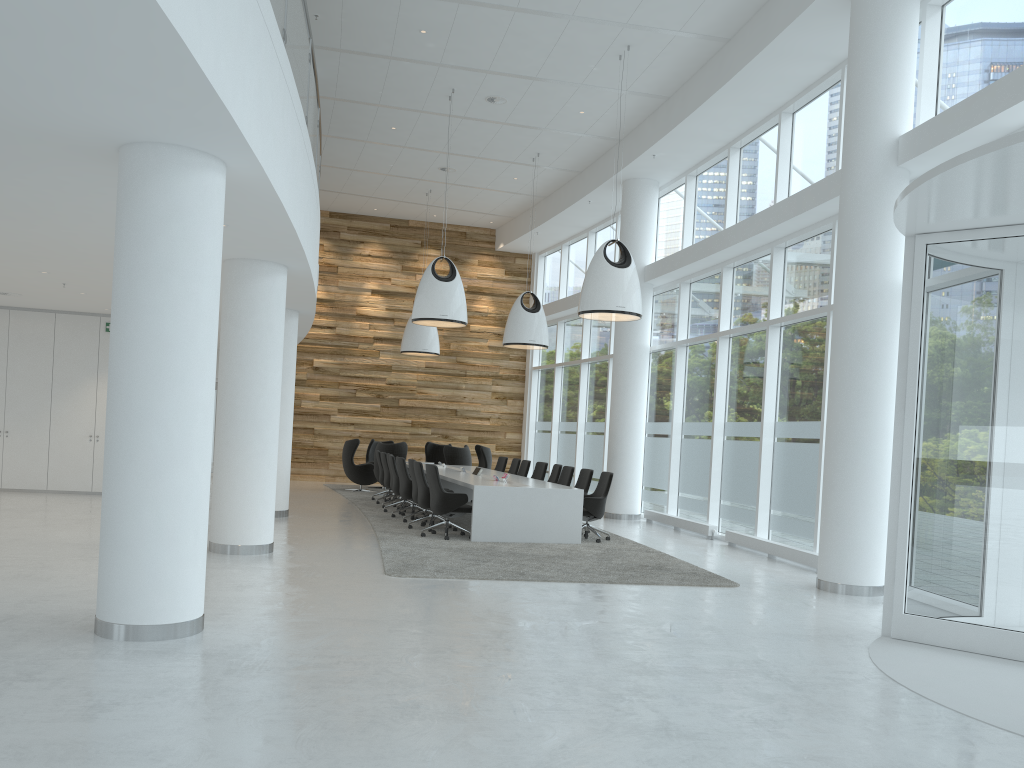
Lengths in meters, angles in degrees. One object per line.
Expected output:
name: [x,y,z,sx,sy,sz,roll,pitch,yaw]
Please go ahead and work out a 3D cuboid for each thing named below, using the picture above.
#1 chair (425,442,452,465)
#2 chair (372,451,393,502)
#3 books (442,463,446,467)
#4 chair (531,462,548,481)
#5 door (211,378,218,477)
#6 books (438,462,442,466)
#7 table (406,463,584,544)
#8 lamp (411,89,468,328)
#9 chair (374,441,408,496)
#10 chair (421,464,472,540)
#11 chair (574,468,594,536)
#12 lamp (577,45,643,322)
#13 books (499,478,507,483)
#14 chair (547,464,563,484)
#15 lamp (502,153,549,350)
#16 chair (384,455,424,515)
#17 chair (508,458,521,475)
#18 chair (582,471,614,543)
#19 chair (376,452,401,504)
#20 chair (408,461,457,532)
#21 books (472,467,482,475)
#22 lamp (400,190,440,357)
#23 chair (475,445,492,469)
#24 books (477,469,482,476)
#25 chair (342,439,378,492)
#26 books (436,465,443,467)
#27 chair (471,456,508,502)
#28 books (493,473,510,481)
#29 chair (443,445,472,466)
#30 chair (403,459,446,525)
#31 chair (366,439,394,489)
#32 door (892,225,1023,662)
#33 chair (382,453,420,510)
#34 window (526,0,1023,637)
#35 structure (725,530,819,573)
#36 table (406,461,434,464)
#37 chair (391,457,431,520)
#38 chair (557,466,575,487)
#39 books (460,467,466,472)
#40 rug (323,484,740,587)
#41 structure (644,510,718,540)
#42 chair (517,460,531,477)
chair: [-1.828,1.939,20.857,0.913,1.153,0.918,3,-1,5]
chair: [-2.358,1.790,17.186,0.674,0.966,0.685,3,-1,-10]
books: [-1.270,1.637,17.004,0.139,0.223,0.162,3,-1,-15]
chair: [0.276,1.835,15.467,0.675,0.966,0.685,3,-1,-20]
door: [-6.773,1.094,21.686,1.807,2.402,0.132,3,1,-13]
books: [-1.363,1.643,17.329,0.153,0.241,0.182,3,-1,-15]
table: [-0.636,1.864,14.796,1.502,0.739,6.556,4,-3,-15]
lamp: [-1.039,-2.758,13.865,0.882,3.648,0.885,3,0,30]
chair: [-2.451,1.775,18.611,0.913,1.153,0.918,3,-1,5]
chair: [-0.859,1.559,11.787,0.675,0.966,0.685,3,-1,-20]
chair: [0.863,1.735,13.175,0.674,0.966,0.685,3,-1,-15]
lamp: [1.428,-2.728,12.041,0.882,3.648,0.885,3,1,31]
books: [-0.093,1.452,12.626,0.144,0.226,0.203,3,-1,-16]
chair: [0.500,1.804,14.714,0.674,0.966,0.685,3,-1,-10]
lamp: [0.355,-2.514,16.750,0.882,3.648,0.885,3,0,28]
chair: [-1.786,1.686,14.861,0.674,0.966,0.685,3,-1,-10]
chair: [-0.166,1.897,16.952,0.674,0.966,0.685,3,-1,-15]
chair: [1.072,1.701,12.389,0.674,0.966,0.685,3,-1,-10]
chair: [-2.148,1.756,16.400,0.674,0.966,0.685,3,-1,-15]
chair: [-1.119,1.594,12.623,0.674,0.966,0.685,3,-1,-15]
books: [-0.626,1.525,14.987,0.139,0.229,0.356,3,-2,-15]
lamp: [-1.942,-2.472,19.654,0.883,3.648,0.885,3,0,23]
chair: [-0.931,1.943,20.077,0.918,1.153,0.913,4,-1,-25]
books: [-0.617,1.545,15.010,0.158,0.241,0.352,3,-2,-15]
chair: [-3.258,1.777,19.418,0.918,1.153,0.913,4,-1,-25]
books: [-1.417,1.547,16.681,0.224,0.026,0.264,3,-3,-5]
chair: [-0.426,1.931,17.789,0.675,0.966,0.685,3,-1,-20]
books: [-0.160,1.467,13.120,0.230,0.275,0.598,3,-3,5]
chair: [-1.304,1.854,18.895,0.916,1.153,0.916,3,-1,35]
chair: [-1.289,1.630,13.420,0.674,0.966,0.685,3,-1,-15]
chair: [-2.952,1.859,20.549,0.916,1.153,0.916,3,-1,35]
door: [4.642,0.423,5.556,2.997,3.111,2.997,3,-1,-5]
chair: [-1.925,1.722,15.612,0.674,0.966,0.685,3,-1,-15]
window: [-18.079,-1.813,14.654,62.814,6.141,30.891,2,-3,25]
structure: [3.399,2.163,11.505,0.150,0.213,2.690,3,-3,-10]
table: [-2.147,2.079,19.715,0.798,0.696,0.800,3,-2,10]
chair: [-1.562,1.655,14.109,0.675,0.966,0.685,3,-1,-20]
chair: [0.639,1.768,13.963,0.674,0.966,0.685,3,-1,-15]
books: [-0.813,1.555,15.305,0.154,0.238,0.190,3,-1,-15]
rug: [-0.893,2.237,15.087,3.942,0.010,13.447,4,-3,-14]
structure: [2.748,2.307,14.614,0.150,0.213,2.689,3,-3,-13]
chair: [0.004,1.860,16.155,0.674,0.966,0.685,3,-1,-15]
